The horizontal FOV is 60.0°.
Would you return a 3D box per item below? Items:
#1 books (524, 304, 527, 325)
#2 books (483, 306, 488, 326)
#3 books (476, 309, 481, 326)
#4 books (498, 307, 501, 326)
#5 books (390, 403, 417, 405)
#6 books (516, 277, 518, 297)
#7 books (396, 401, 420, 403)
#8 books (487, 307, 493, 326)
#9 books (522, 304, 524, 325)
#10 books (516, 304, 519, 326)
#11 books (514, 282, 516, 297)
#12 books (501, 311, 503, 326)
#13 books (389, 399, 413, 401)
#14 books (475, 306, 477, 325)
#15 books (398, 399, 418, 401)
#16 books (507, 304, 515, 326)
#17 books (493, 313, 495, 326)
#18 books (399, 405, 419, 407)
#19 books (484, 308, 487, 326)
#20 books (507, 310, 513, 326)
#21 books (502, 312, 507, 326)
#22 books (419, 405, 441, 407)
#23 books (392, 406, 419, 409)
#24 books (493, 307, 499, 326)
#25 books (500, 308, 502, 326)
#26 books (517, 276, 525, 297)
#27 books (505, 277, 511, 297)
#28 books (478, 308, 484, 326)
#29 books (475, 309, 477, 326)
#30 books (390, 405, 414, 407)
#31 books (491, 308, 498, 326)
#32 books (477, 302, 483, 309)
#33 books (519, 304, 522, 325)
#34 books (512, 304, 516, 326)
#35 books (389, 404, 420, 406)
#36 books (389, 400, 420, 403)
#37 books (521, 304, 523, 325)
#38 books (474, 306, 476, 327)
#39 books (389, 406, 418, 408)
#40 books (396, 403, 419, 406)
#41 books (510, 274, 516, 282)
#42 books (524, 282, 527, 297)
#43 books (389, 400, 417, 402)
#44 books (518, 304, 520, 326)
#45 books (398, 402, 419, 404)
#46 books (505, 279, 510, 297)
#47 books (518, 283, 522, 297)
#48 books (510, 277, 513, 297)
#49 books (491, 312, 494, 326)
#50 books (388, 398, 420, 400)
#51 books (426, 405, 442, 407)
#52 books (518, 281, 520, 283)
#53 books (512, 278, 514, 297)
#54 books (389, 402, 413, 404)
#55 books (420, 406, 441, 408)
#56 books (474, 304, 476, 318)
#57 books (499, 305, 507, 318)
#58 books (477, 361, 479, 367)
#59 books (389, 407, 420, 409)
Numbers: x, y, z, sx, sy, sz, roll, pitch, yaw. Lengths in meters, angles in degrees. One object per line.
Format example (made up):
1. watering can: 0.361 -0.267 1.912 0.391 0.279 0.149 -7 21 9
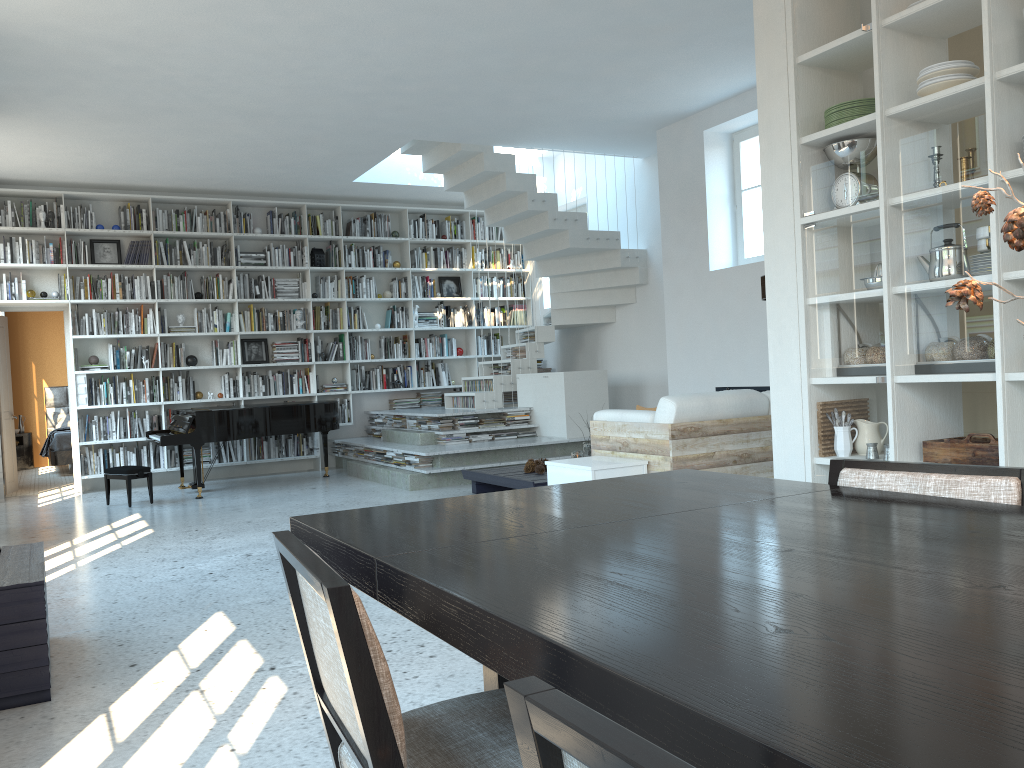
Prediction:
1. books: 0.144 -0.916 11.834 0.018 0.293 0.169 -4 1 -28
2. books: -0.364 -0.873 11.583 0.022 0.265 0.157 -4 1 -28
3. books: -0.463 -0.853 11.549 0.066 0.236 0.144 -4 1 -28
4. books: -0.194 -0.877 11.686 0.012 0.254 0.161 -4 1 -28
5. books: -1.348 0.247 11.070 0.308 0.008 0.195 -3 1 -28
6. books: 0.039 -1.274 11.805 0.013 0.283 0.149 -4 1 -28
7. books: -1.345 0.224 11.066 0.345 0.007 0.193 -3 1 -26
8. books: -0.324 -0.873 11.590 0.056 0.261 0.176 -4 1 -28
9. books: 0.110 -0.915 11.822 0.018 0.293 0.169 -4 1 -28
10. books: 0.034 -0.910 11.772 0.018 0.293 0.169 -4 1 -28
11. books: -0.001 -1.236 11.765 0.025 0.211 0.188 -4 1 -28
12. books: -0.161 -0.856 11.709 0.014 0.207 0.138 -4 1 -28
13. books: -1.346 0.195 11.066 0.345 0.007 0.193 -3 1 -30
14. books: -0.499 -0.872 11.531 0.010 0.279 0.147 -4 1 -28
15. books: -1.346 0.202 11.066 0.308 0.008 0.195 -3 1 -26
16. books: -0.027 -0.904 11.755 0.072 0.291 0.169 -4 1 -28
17. books: -0.274 -0.838 11.640 0.030 0.184 0.137 -4 1 -28
18. books: -1.343 0.277 11.061 0.308 0.008 0.195 -3 1 -24
19. books: -0.379 -0.862 11.561 0.026 0.246 0.180 -4 1 -28
20. books: -0.060 -0.863 11.736 0.088 0.217 0.167 -4 1 -28
21. books: -0.125 -0.844 11.683 0.024 0.181 0.191 -4 1 -28
22. books: -1.047 0.276 11.219 0.254 0.007 0.161 -3 1 -24
23. books: -1.342 0.292 11.061 0.308 0.008 0.195 -3 1 -32
24. books: -0.229 -0.878 11.658 0.029 0.259 0.171 -4 1 -28
25. books: -0.178 -0.876 11.697 0.025 0.249 0.134 -4 1 -28
26. books: 0.111 -1.283 11.830 0.042 0.292 0.186 -4 1 -28
27. books: -0.060 -1.268 11.742 0.012 0.283 0.151 -4 1 -28
28. books: -0.412 -0.859 11.545 0.022 0.243 0.170 -4 1 -28
29. books: -0.502 -0.852 11.518 0.010 0.239 0.147 -4 1 -28
30. books: -1.346 0.270 11.065 0.308 0.008 0.195 -3 1 -26
31. books: -0.246 -0.871 11.637 0.022 0.247 0.181 -4 1 -28
32. books: -0.407 -0.899 11.569 0.012 0.322 0.141 -4 1 -28
33. books: 0.077 -0.913 11.806 0.018 0.293 0.169 -4 1 -28
34. books: 0.006 -0.908 11.773 0.033 0.294 0.169 -4 1 -28
35. books: -1.345 0.262 11.066 0.345 0.007 0.193 -3 1 -30
36. books: -1.341 0.217 11.059 0.345 0.007 0.193 -3 1 -33
37. books: 0.091 -0.914 11.818 0.018 0.293 0.169 -4 1 -28
38. books: -0.520 -0.870 11.492 0.025 0.277 0.160 -4 1 -28
39. books: -1.341 0.285 11.058 0.345 0.007 0.193 -3 1 -23
40. books: -1.342 0.255 11.059 0.308 0.008 0.195 -3 1 -33
41. books: 0.023 -1.297 11.806 0.013 0.330 0.140 -4 1 -28
42. books: 0.140 -1.248 11.847 0.021 0.219 0.184 -4 1 -28
43. books: -1.345 0.210 11.066 0.345 0.007 0.193 -3 1 -26
44. books: 0.059 -0.912 11.801 0.018 0.293 0.169 -4 1 -28
45. books: -1.340 0.239 11.060 0.308 0.008 0.195 -3 1 -23
46. books: -0.080 -1.252 11.742 0.025 0.252 0.160 -4 1 -28
47. books: 0.067 -1.232 11.801 0.029 0.195 0.192 -4 1 -28
48. books: -0.047 -1.266 11.745 0.013 0.277 0.188 -4 1 -28
49. books: -0.288 -0.839 11.609 0.023 0.189 0.169 -4 1 -28
50. books: -1.347 0.187 11.066 0.345 0.007 0.193 -3 1 -26
51. books: -1.051 0.283 11.227 0.285 0.007 0.159 -3 1 -28
52. books: 0.073 -1.250 11.844 0.024 0.230 0.131 -4 1 -28
53. books: -0.027 -1.263 11.753 0.028 0.268 0.173 -4 1 -28
54. books: -1.343 0.232 11.064 0.345 0.007 0.193 -3 1 -31
55. books: -1.047 0.290 11.221 0.254 0.007 0.161 -3 1 -25
56. books: -0.512 -0.878 11.513 0.010 0.293 0.164 -4 1 -28
57. books: -0.118 -0.893 11.718 0.026 0.278 0.170 -4 1 -28
58. books: -0.459 -0.146 11.452 0.011 0.293 0.144 -4 1 -28
59. books: -1.342 0.300 11.061 0.345 0.007 0.193 -3 1 -24
